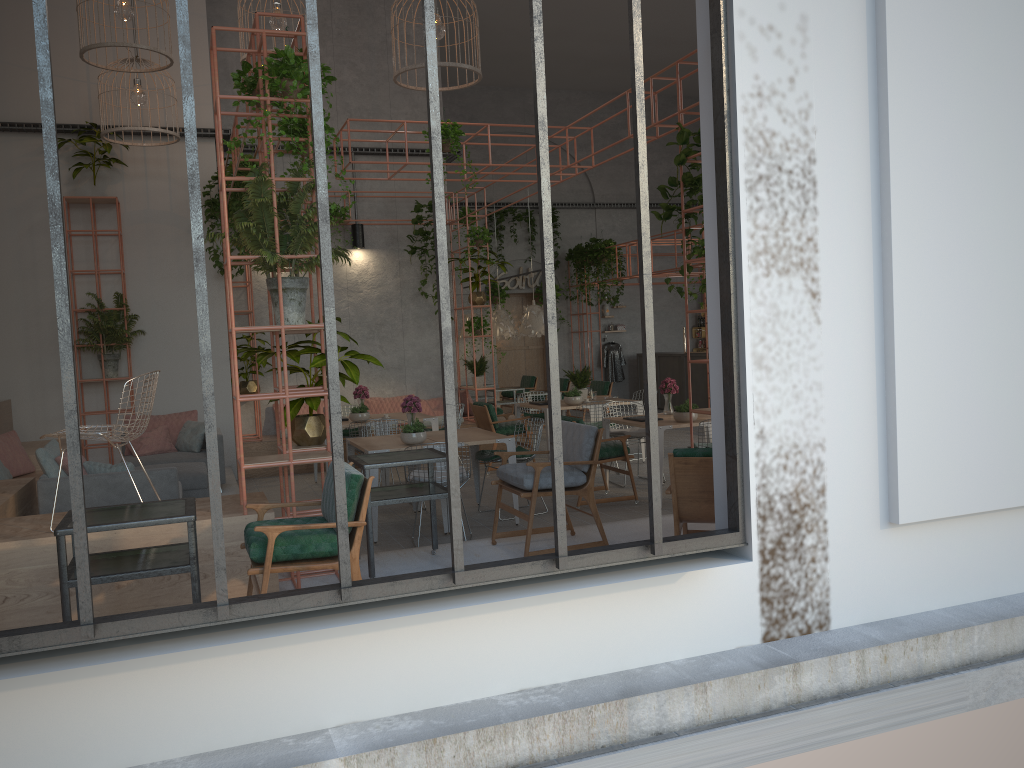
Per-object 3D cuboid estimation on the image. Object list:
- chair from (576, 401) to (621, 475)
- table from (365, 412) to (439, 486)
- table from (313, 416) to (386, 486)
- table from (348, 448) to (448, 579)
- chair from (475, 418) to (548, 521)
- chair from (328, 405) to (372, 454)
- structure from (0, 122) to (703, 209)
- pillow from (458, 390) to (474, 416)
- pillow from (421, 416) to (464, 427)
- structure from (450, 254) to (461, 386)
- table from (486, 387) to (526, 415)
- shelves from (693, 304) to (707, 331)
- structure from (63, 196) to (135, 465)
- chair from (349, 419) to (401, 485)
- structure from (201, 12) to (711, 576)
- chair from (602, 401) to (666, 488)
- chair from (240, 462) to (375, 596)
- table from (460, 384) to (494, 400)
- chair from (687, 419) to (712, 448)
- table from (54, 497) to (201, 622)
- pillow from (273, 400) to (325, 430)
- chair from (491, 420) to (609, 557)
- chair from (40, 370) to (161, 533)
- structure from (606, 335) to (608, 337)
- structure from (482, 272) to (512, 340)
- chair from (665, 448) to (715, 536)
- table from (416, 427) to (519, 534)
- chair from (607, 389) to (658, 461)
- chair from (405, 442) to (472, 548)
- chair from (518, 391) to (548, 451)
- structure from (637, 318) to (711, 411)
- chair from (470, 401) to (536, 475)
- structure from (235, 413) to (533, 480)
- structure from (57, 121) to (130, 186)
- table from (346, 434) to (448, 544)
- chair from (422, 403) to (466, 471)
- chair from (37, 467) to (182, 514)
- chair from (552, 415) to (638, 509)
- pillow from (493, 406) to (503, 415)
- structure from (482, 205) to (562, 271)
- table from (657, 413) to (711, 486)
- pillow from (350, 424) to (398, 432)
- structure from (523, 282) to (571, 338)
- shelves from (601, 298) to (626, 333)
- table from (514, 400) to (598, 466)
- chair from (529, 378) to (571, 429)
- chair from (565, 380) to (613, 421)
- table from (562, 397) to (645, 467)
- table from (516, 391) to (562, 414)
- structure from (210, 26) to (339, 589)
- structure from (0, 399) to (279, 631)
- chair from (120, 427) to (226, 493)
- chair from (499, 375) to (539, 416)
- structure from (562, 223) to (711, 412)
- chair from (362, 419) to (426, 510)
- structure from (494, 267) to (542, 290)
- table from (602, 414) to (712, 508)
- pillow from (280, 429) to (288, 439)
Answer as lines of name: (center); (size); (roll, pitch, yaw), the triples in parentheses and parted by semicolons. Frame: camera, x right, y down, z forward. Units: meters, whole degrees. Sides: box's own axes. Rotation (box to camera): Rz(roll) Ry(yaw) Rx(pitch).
chair: (1.082, 0.658, 11.266); (0.565, 0.941, 0.717); (-3, 3, -4)
table: (-1.414, 0.823, 11.334); (0.694, 0.830, 1.214); (-4, 3, -20)
table: (-2.066, 0.869, 11.093); (0.694, 0.830, 1.205); (-4, 3, -20)
table: (-0.768, 0.902, 6.217); (0.635, 0.798, 0.602); (-4, 3, -20)
chair: (-0.014, 0.839, 8.952); (0.717, 0.941, 0.565); (-4, 3, -24)
chair: (-2.210, 0.779, 12.047); (0.565, 0.941, 0.717); (-4, 3, -19)
structure: (0.459, -3.576, 12.015); (15.603, 0.110, 15.203); (-4, 3, -20)
pillow: (-0.837, 0.307, 14.696); (0.276, 0.474, 0.839); (-5, 4, -29)
pillow: (-1.102, 0.569, 13.530); (0.637, 0.149, 0.491); (-4, 3, -19)
structure: (-1.516, -0.972, 19.128); (0.630, 3.597, 0.430); (-4, 3, -20)
table: (-0.120, 0.487, 16.925); (0.635, 0.798, 0.602); (-4, 3, -20)
shelves: (4.823, -0.951, 20.639); (0.328, 1.838, 1.750); (-4, 3, -20)
structure: (-5.263, -0.568, 11.397); (0.624, 3.596, 0.424); (-4, 3, -20)
chair: (-1.566, 0.842, 10.306); (0.565, 0.941, 0.717); (-3, 3, -4)
structure: (-2.217, -1.191, 13.123); (4.501, 4.345, 14.096); (-4, 3, -21)
chair: (1.409, 0.689, 10.399); (0.565, 0.941, 0.717); (-4, 3, -19)
chair: (-1.119, 0.931, 4.840); (0.685, 0.929, 0.722); (-4, 3, -20)
table: (-0.721, 0.426, 18.573); (0.635, 0.798, 0.602); (-4, 3, -20)
chair: (2.052, 0.753, 8.658); (0.565, 0.941, 0.717); (-3, 3, -4)
table: (-1.924, 1.050, 4.544); (0.635, 0.798, 0.602); (-4, 3, -20)
pillow: (-3.125, 0.499, 13.240); (0.839, 0.474, 0.276); (-5, 4, -29)
chair: (0.263, 0.767, 6.579); (0.685, 0.929, 0.722); (-4, 3, -20)
chair: (-2.574, 0.402, 5.598); (0.717, 0.941, 0.565); (-3, 3, -11)
structure: (2.200, -1.123, 20.699); (0.066, 0.044, 0.019); (-4, 3, -20)
structure: (-0.463, -1.728, 19.793); (0.921, 1.527, 0.950); (-2, 3, 14)
chair: (1.310, 0.798, 5.164); (0.722, 0.917, 0.685); (-2, 3, 20)
table: (-0.479, 0.917, 8.765); (0.694, 0.830, 1.214); (-4, 3, -20)
chair: (1.697, 0.561, 12.480); (0.717, 0.941, 0.565); (-4, 3, -24)
chair: (-0.629, 0.936, 7.738); (0.565, 0.941, 0.717); (-3, 3, -4)
chair: (0.439, 0.595, 13.006); (0.565, 0.941, 0.717); (-4, 3, -19)
structure: (4.789, -0.494, 19.019); (2.579, 2.022, 4.057); (-4, 3, -20)
chair: (-0.136, 0.688, 11.899); (0.685, 0.917, 0.722); (-4, 3, -20)
structure: (-2.739, 0.830, 15.701); (4.386, 0.500, 5.831); (-4, 3, -20)
structure: (-5.265, -2.906, 11.160); (0.934, 0.803, 0.903); (0, 4, 42)
table: (-1.129, 0.963, 8.526); (0.694, 0.830, 1.205); (-4, 3, -20)
chair: (-0.952, 0.745, 11.520); (0.717, 0.941, 0.565); (-4, 3, -24)
chair: (-3.379, 0.973, 7.565); (1.056, 0.586, 1.127); (-4, 3, -20)
chair: (0.834, 0.783, 9.291); (0.685, 0.917, 0.722); (-4, 3, -20)
pillow: (-0.467, 0.460, 14.951); (0.491, 0.149, 0.637); (-4, 3, -19)
structure: (0.193, -3.215, 19.807); (1.939, 1.514, 0.856); (-4, 3, -26)
table: (2.205, 0.746, 9.687); (0.694, 0.830, 1.214); (-4, 3, -20)
pillow: (-2.056, 0.636, 13.184); (0.637, 0.149, 0.491); (-4, 3, -19)
structure: (0.763, -1.796, 20.283); (0.950, 1.527, 0.921); (-4, 3, -21)
shelves: (2.378, -1.599, 20.662); (0.560, 0.790, 0.186); (-4, 3, -20)
table: (0.582, 0.685, 12.053); (0.694, 0.830, 1.205); (-4, 3, -20)
chair: (0.748, 0.359, 17.245); (0.685, 0.930, 0.722); (-4, 3, -20)
chair: (1.354, 0.419, 15.583); (0.685, 0.929, 0.722); (-4, 3, -20)
table: (1.234, 0.639, 12.294); (0.694, 0.830, 1.214); (-4, 3, -20)
table: (0.481, 0.547, 15.278); (0.635, 0.798, 0.602); (-4, 3, -20)
structure: (-1.421, -0.445, 5.701); (0.748, 3.623, 0.722); (-4, 3, -20)
structure: (-3.959, 0.840, 7.401); (3.396, 1.111, 9.152); (-4, 3, -20)
chair: (-3.912, 0.898, 10.220); (1.127, 0.672, 1.052); (-4, 3, -20)
chair: (0.154, 0.299, 18.872); (0.685, 0.930, 0.722); (-4, 3, -20)
structure: (5.438, -1.072, 14.224); (4.157, 4.247, 14.689); (-4, 3, -20)
chair: (-1.273, 0.873, 9.479); (0.565, 0.941, 0.717); (-4, 3, -19)
structure: (0.193, -2.382, 19.951); (1.312, 0.505, 0.063); (-4, 3, -20)
table: (1.553, 0.792, 9.446); (0.694, 0.830, 1.205); (-4, 3, -20)
pillow: (-3.040, 0.704, 12.828); (0.637, 0.149, 0.491); (-4, 3, -19)
